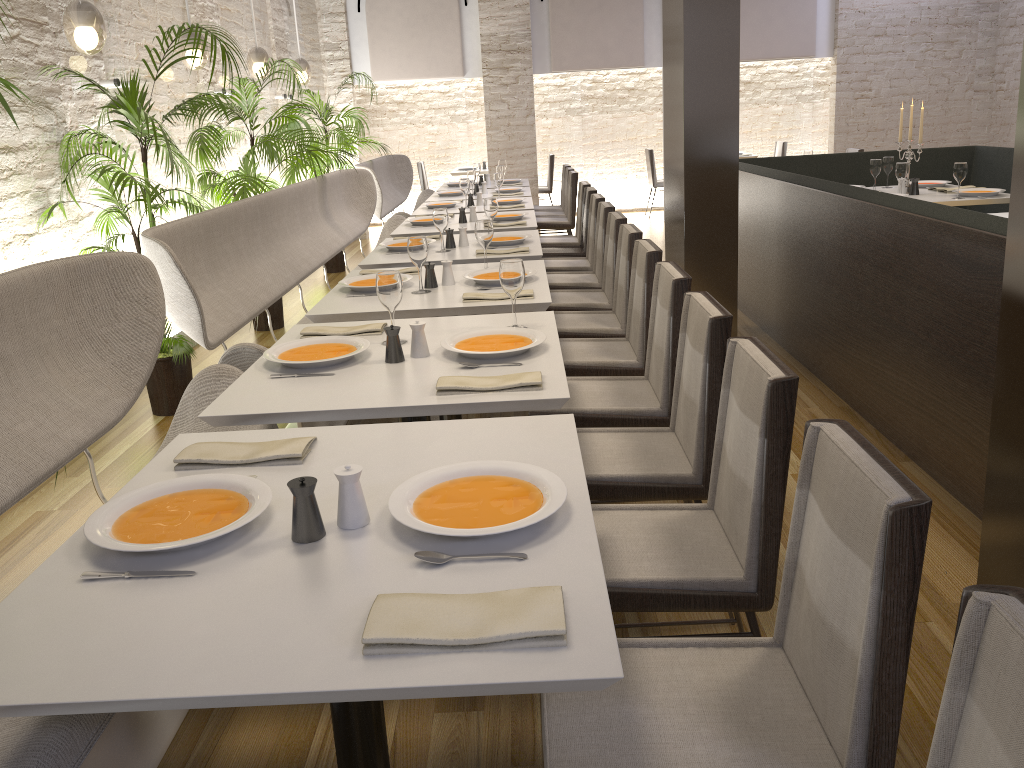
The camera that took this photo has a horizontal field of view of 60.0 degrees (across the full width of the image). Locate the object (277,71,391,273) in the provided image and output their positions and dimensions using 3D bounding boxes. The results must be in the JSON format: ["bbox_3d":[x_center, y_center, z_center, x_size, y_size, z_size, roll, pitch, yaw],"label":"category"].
[{"bbox_3d":[-1.806,-2.097,8.863,1.147,1.954,1.199,-8,16,-18],"label":"object"}]

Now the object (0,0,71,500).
[{"bbox_3d":[-1.848,-0.164,2.491,1.147,1.954,1.198,6,18,31],"label":"object"}]

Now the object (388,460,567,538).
[{"bbox_3d":[-0.060,0.214,1.592,0.322,0.036,0.324,-10,18,-20],"label":"object"}]

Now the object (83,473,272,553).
[{"bbox_3d":[-0.597,0.241,1.604,0.322,0.036,0.324,-10,18,-20],"label":"object"}]

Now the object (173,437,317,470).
[{"bbox_3d":[-0.577,0.147,1.936,0.273,0.032,0.144,-3,17,1],"label":"object"}]

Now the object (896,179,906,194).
[{"bbox_3d":[2.708,-1.372,6.160,0.069,0.125,0.069,10,20,41],"label":"object"}]

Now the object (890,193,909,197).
[{"bbox_3d":[2.470,-1.239,5.910,0.322,0.036,0.324,-10,18,-22],"label":"object"}]

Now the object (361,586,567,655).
[{"bbox_3d":[-0.063,0.327,1.246,0.273,0.032,0.144,-3,17,1],"label":"object"}]

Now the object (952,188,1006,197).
[{"bbox_3d":[3.103,-1.271,5.897,0.322,0.036,0.324,-10,18,-22],"label":"object"}]

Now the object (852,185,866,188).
[{"bbox_3d":[2.473,-1.457,6.632,0.322,0.036,0.325,-4,17,-3],"label":"object"}]

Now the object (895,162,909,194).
[{"bbox_3d":[2.658,-1.394,6.049,0.086,0.228,0.087,8,19,36],"label":"object"}]

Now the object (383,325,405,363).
[{"bbox_3d":[-0.351,-0.121,2.620,0.059,0.108,0.060,-1,15,9],"label":"object"}]

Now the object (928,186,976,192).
[{"bbox_3d":[3.133,-1.392,6.316,0.273,0.032,0.144,-3,17,1],"label":"object"}]

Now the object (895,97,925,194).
[{"bbox_3d":[2.781,-1.667,6.195,0.131,0.650,0.394,0,16,11],"label":"object"}]

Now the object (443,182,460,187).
[{"bbox_3d":[-0.563,-2.103,9.336,0.322,0.036,0.324,10,21,37],"label":"object"}]

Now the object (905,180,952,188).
[{"bbox_3d":[3.107,-1.490,6.619,0.323,0.036,0.323,-17,22,-39],"label":"object"}]

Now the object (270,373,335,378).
[{"bbox_3d":[-0.597,-0.027,2.525,0.185,0.010,0.017,-3,16,1],"label":"object"}]

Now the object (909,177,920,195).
[{"bbox_3d":[2.788,-1.369,6.136,0.069,0.125,0.069,10,20,41],"label":"object"}]

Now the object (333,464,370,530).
[{"bbox_3d":[-0.285,0.194,1.567,0.059,0.108,0.060,-5,15,-7],"label":"object"}]

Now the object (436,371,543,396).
[{"bbox_3d":[-0.058,-0.006,2.342,0.273,0.032,0.144,-3,17,1],"label":"object"}]

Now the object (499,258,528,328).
[{"bbox_3d":[0.004,-0.293,2.917,0.087,0.228,0.086,10,20,41],"label":"object"}]

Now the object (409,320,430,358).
[{"bbox_3d":[-0.280,-0.138,2.663,0.059,0.108,0.060,-1,15,9],"label":"object"}]

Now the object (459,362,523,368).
[{"bbox_3d":[-0.061,-0.057,2.513,0.181,0.015,0.039,-3,17,2],"label":"object"}]

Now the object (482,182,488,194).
[{"bbox_3d":[-0.256,-1.816,8.195,0.059,0.108,0.060,8,19,35],"label":"object"}]

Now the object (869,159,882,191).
[{"bbox_3d":[2.660,-1.527,6.489,0.086,0.228,0.087,8,19,36],"label":"object"}]

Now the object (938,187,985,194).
[{"bbox_3d":[3.132,-1.347,6.166,0.273,0.032,0.144,-3,17,1],"label":"object"}]

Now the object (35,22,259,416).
[{"bbox_3d":[-1.839,-0.783,4.534,1.147,1.954,1.198,6,18,31],"label":"object"}]

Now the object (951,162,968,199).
[{"bbox_3d":[2.912,-1.323,5.766,0.086,0.228,0.087,8,19,36],"label":"object"}]

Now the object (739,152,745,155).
[{"bbox_3d":[3.016,-3.129,12.047,0.322,0.036,0.324,9,21,34],"label":"object"}]

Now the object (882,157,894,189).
[{"bbox_3d":[2.827,-1.591,6.667,0.087,0.228,0.086,-11,17,-28],"label":"object"}]

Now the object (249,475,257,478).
[{"bbox_3d":[-0.600,0.197,1.778,0.181,0.015,0.039,-3,17,2],"label":"object"}]

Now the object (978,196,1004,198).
[{"bbox_3d":[3.100,-1.210,5.723,0.181,0.015,0.039,-3,17,2],"label":"object"}]

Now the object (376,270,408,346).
[{"bbox_3d":[-0.384,-0.243,2.823,0.087,0.228,0.086,10,20,41],"label":"object"}]

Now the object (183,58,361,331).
[{"bbox_3d":[-1.832,-1.373,6.480,1.192,1.954,1.153,10,20,40],"label":"object"}]

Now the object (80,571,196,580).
[{"bbox_3d":[-0.602,0.305,1.429,0.185,0.010,0.017,-3,16,1],"label":"object"}]

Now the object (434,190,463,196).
[{"bbox_3d":[-0.568,-1.769,8.233,0.322,0.036,0.324,10,21,37],"label":"object"}]

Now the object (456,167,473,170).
[{"bbox_3d":[-0.617,-2.942,12.115,0.322,0.036,0.324,9,21,34],"label":"object"}]

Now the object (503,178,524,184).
[{"bbox_3d":[-0.026,-2.131,9.324,0.322,0.036,0.324,10,21,37],"label":"object"}]

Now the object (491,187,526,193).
[{"bbox_3d":[-0.031,-1.796,8.221,0.322,0.036,0.324,10,21,37],"label":"object"}]

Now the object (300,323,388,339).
[{"bbox_3d":[-0.572,-0.186,3.032,0.273,0.032,0.144,-3,17,1],"label":"object"}]

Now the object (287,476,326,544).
[{"bbox_3d":[-0.356,0.211,1.524,0.059,0.108,0.060,-5,15,-7],"label":"object"}]

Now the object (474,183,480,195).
[{"bbox_3d":[-0.326,-1.799,8.152,0.059,0.108,0.060,8,19,35],"label":"object"}]

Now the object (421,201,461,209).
[{"bbox_3d":[-0.572,-1.445,7.165,0.322,0.036,0.324,10,21,37],"label":"object"}]

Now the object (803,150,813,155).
[{"bbox_3d":[2.724,-2.036,8.156,0.086,0.228,0.087,6,17,30],"label":"object"}]

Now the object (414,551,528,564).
[{"bbox_3d":[-0.066,0.276,1.417,0.181,0.015,0.039,-3,17,2],"label":"object"}]
